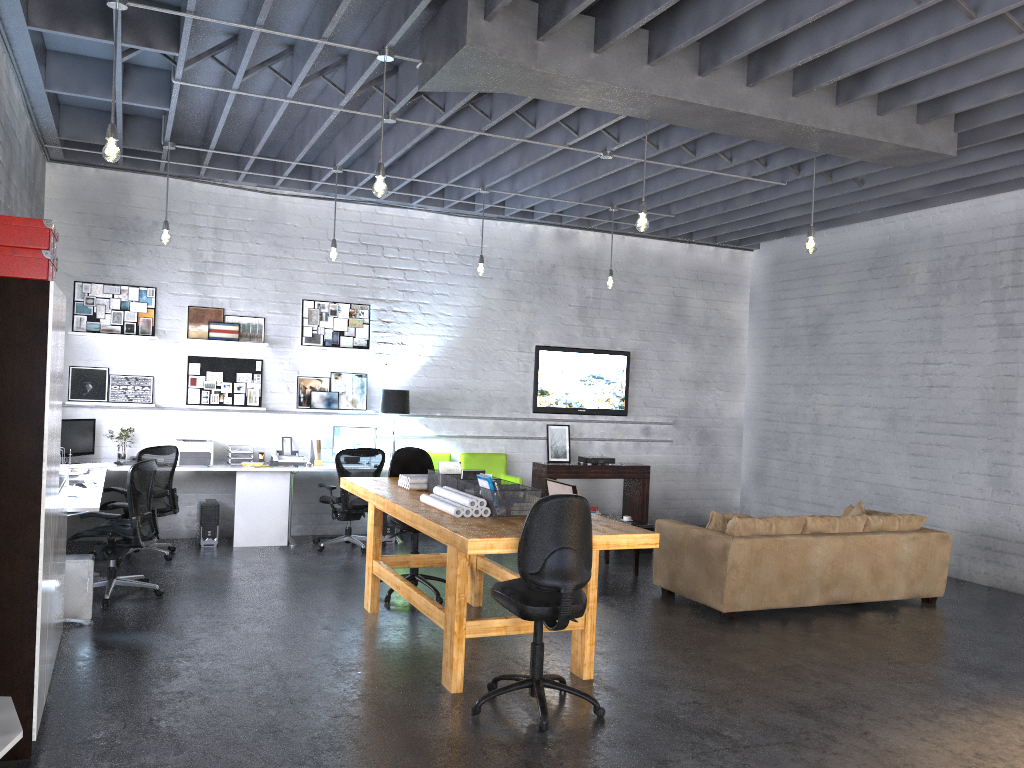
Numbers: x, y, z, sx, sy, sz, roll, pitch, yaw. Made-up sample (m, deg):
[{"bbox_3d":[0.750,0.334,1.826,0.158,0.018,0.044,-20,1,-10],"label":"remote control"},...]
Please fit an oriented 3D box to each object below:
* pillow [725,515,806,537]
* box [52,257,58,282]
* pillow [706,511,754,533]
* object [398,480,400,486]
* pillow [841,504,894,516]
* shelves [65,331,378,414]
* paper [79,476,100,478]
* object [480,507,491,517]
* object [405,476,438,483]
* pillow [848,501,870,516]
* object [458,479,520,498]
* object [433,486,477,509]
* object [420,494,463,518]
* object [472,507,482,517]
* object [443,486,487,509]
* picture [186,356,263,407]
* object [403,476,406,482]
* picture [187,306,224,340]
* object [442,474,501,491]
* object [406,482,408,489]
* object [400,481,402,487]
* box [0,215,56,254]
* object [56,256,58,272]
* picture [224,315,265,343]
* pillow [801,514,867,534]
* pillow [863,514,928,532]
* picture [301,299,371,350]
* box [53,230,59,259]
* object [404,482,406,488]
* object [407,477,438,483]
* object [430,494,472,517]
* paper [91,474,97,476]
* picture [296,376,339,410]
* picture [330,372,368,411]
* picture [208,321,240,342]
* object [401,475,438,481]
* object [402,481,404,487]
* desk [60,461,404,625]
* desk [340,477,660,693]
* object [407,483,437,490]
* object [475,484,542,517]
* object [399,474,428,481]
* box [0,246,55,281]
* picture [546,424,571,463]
[{"bbox_3d":[1.977,1.238,7.101,0.704,0.402,0.291,3,0,-24],"label":"pillow"},{"bbox_3d":[-2.216,-0.515,4.017,0.270,0.131,0.206,3,0,-24],"label":"box"},{"bbox_3d":[1.766,1.229,7.240,0.523,0.403,0.319,3,0,-4],"label":"pillow"},{"bbox_3d":[-0.584,0.730,6.562,0.520,0.047,0.047,3,0,-24],"label":"object"},{"bbox_3d":[3.234,1.320,8.038,0.238,0.375,0.749,2,0,-24],"label":"pillow"},{"bbox_3d":[-2.900,-0.089,9.149,3.024,0.694,0.199,3,0,-24],"label":"shelves"},{"bbox_3d":[-3.540,0.778,7.417,0.159,0.001,0.115,3,0,-35],"label":"paper"},{"bbox_3d":[-0.277,0.740,5.435,0.058,0.057,0.635,3,0,-24],"label":"object"},{"bbox_3d":[-0.518,0.691,6.412,0.520,0.047,0.046,3,0,-24],"label":"object"},{"bbox_3d":[3.051,1.268,7.917,0.243,0.423,0.550,3,0,17],"label":"pillow"},{"bbox_3d":[-0.151,0.697,5.623,0.316,0.156,0.306,3,0,-24],"label":"object"},{"bbox_3d":[-0.352,0.687,5.400,0.057,0.057,0.635,2,0,-24],"label":"object"},{"bbox_3d":[-0.434,0.732,5.366,0.057,0.058,0.635,2,0,-24],"label":"object"},{"bbox_3d":[-0.329,0.737,5.412,0.057,0.058,0.635,2,0,-24],"label":"object"},{"bbox_3d":[-0.300,0.689,5.423,0.057,0.057,0.635,2,0,-24],"label":"object"},{"bbox_3d":[-2.974,-0.023,9.195,0.749,0.503,0.058,3,1,-24],"label":"picture"},{"bbox_3d":[-0.536,0.691,6.455,0.520,0.047,0.046,3,0,-24],"label":"object"},{"bbox_3d":[-3.147,-0.619,9.111,0.355,0.343,0.042,3,1,-24],"label":"picture"},{"bbox_3d":[-0.274,0.694,5.905,0.316,0.156,0.306,3,0,-24],"label":"object"},{"bbox_3d":[-0.510,0.732,6.391,0.520,0.047,0.047,3,0,-24],"label":"object"},{"bbox_3d":[-0.566,0.730,6.519,0.520,0.047,0.047,3,0,-24],"label":"object"},{"bbox_3d":[-2.127,-0.642,3.824,0.270,0.131,0.206,3,0,-24],"label":"box"},{"bbox_3d":[-2.381,-0.573,4.473,0.169,0.240,0.171,2,0,-24],"label":"object"},{"bbox_3d":[-2.795,-0.570,9.263,0.410,0.277,0.036,3,1,-24],"label":"picture"},{"bbox_3d":[2.596,1.267,7.372,0.667,0.402,0.291,3,0,-24],"label":"pillow"},{"bbox_3d":[3.196,1.296,7.626,0.663,0.386,0.308,3,0,-22],"label":"pillow"},{"bbox_3d":[-1.910,-0.641,9.641,0.749,0.503,0.058,3,1,-24],"label":"picture"},{"bbox_3d":[-2.212,-0.645,4.015,0.268,0.133,0.206,3,0,-24],"label":"box"},{"bbox_3d":[-0.529,0.731,6.433,0.520,0.047,0.047,3,0,-24],"label":"object"},{"bbox_3d":[-0.495,0.692,6.362,0.520,0.047,0.046,3,0,-26],"label":"object"},{"bbox_3d":[-0.381,0.735,5.389,0.058,0.057,0.635,3,0,-24],"label":"object"},{"bbox_3d":[-3.615,0.775,7.520,0.159,0.001,0.115,3,-1,-41],"label":"paper"},{"bbox_3d":[-2.095,0.098,9.578,0.452,0.345,0.054,3,1,-24],"label":"picture"},{"bbox_3d":[-1.789,0.081,9.721,0.410,0.408,0.047,2,1,-24],"label":"picture"},{"bbox_3d":[-2.979,-0.538,9.167,0.311,0.196,0.029,3,0,-24],"label":"picture"},{"bbox_3d":[-0.555,0.690,6.497,0.520,0.047,0.046,3,0,-24],"label":"object"},{"bbox_3d":[-0.547,0.731,6.476,0.520,0.047,0.047,3,0,-24],"label":"object"},{"bbox_3d":[-2.322,1.228,7.749,3.575,0.785,3.297,3,0,-24],"label":"desk"},{"bbox_3d":[-0.292,1.235,5.898,1.115,0.926,2.831,3,0,-24],"label":"desk"},{"bbox_3d":[-0.491,0.732,6.348,0.520,0.047,0.047,3,0,-24],"label":"object"},{"bbox_3d":[-0.028,0.701,5.341,0.316,0.156,0.306,3,0,-24],"label":"object"},{"bbox_3d":[-0.574,0.690,6.540,0.520,0.047,0.046,3,0,-24],"label":"object"},{"bbox_3d":[-2.133,-0.512,3.826,0.270,0.131,0.206,3,0,-24],"label":"box"},{"bbox_3d":[0.564,0.721,10.735,0.308,0.457,0.092,2,1,-24],"label":"picture"}]
